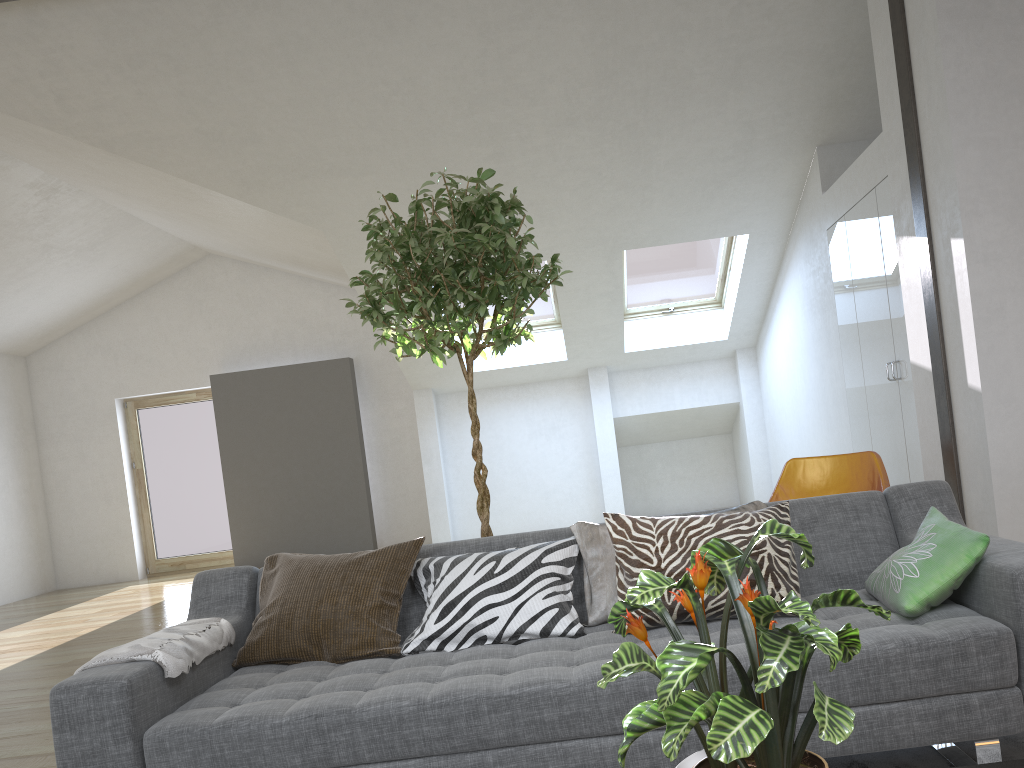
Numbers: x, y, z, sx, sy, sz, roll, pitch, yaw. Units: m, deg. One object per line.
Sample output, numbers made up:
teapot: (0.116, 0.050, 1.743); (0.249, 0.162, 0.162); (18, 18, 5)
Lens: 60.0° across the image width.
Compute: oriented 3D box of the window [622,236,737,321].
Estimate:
window: (1.528, -1.043, 8.334); (1.517, 0.728, 1.849); (-7, -4, 3)

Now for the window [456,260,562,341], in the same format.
window: (-0.093, -0.836, 8.374); (1.517, 0.728, 1.849); (-7, -4, 3)

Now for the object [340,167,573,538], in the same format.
object: (-0.150, 0.212, 3.325); (0.827, 2.021, 0.786); (-7, 0, -19)

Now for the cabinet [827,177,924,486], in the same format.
cabinet: (2.334, -0.042, 5.516); (0.124, 2.243, 1.744); (-7, -1, 5)

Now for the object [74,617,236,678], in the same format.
object: (-0.993, 0.903, 2.501); (0.368, 0.419, 0.468); (-7, -2, 6)

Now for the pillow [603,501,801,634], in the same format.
pillow: (0.559, 0.516, 2.581); (0.573, 0.341, 0.273); (-7, -1, 6)

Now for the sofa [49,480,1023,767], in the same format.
sofa: (0.193, 0.787, 2.590); (2.537, 0.684, 0.995); (-7, -3, 2)

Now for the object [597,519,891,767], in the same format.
object: (0.322, 0.472, 1.276); (0.389, 0.526, 0.423); (-7, -1, -22)

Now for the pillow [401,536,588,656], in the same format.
pillow: (-0.054, 0.652, 2.722); (0.577, 0.283, 0.348); (-7, -2, 3)

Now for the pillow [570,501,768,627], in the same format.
pillow: (0.509, 0.560, 2.752); (0.661, 0.319, 0.255); (-7, -1, 2)

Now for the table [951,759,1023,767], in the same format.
table: (0.275, 0.861, 1.238); (1.598, 0.325, 0.603); (-7, -3, 2)

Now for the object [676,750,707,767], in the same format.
object: (0.297, 0.628, 1.427); (0.077, 0.068, 0.084); (-8, -2, 18)

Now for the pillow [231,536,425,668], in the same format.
pillow: (-0.580, 0.691, 2.777); (0.591, 0.338, 0.302); (-8, -1, 12)

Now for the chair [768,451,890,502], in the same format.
chair: (1.654, 0.748, 4.675); (0.657, 0.723, 0.715); (-8, -2, 34)

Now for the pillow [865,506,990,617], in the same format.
pillow: (1.124, 0.492, 2.445); (0.235, 0.261, 0.430); (-7, -3, 6)
